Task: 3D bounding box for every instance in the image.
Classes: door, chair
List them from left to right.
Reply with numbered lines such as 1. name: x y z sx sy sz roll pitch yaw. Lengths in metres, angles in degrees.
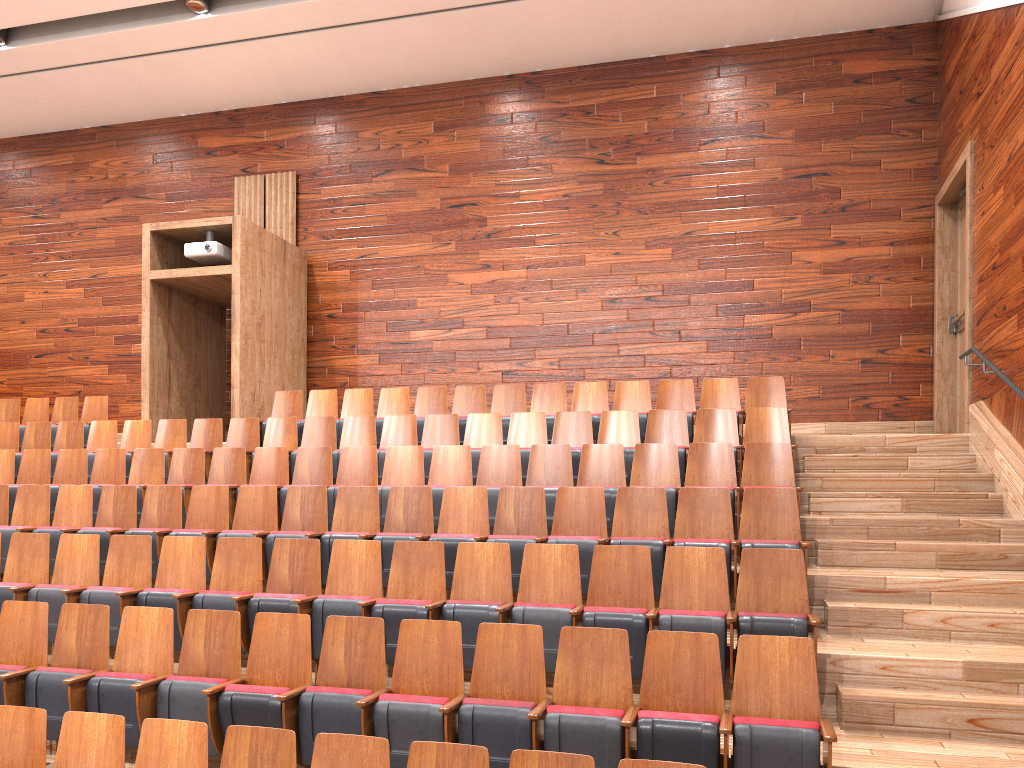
1. chair: -0.434 0.148 0.538 1.183 0.371 0.776 -1 -6 15
2. door: 0.399 -0.069 0.775 0.024 0.239 0.140 0 -2 15

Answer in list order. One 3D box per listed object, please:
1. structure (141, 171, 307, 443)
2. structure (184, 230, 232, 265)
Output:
1. structure: -0.312 -0.093 0.974 0.117 0.328 0.144 0 -1 15
2. structure: -0.315 -0.145 0.916 0.038 0.031 0.041 -1 -5 15
